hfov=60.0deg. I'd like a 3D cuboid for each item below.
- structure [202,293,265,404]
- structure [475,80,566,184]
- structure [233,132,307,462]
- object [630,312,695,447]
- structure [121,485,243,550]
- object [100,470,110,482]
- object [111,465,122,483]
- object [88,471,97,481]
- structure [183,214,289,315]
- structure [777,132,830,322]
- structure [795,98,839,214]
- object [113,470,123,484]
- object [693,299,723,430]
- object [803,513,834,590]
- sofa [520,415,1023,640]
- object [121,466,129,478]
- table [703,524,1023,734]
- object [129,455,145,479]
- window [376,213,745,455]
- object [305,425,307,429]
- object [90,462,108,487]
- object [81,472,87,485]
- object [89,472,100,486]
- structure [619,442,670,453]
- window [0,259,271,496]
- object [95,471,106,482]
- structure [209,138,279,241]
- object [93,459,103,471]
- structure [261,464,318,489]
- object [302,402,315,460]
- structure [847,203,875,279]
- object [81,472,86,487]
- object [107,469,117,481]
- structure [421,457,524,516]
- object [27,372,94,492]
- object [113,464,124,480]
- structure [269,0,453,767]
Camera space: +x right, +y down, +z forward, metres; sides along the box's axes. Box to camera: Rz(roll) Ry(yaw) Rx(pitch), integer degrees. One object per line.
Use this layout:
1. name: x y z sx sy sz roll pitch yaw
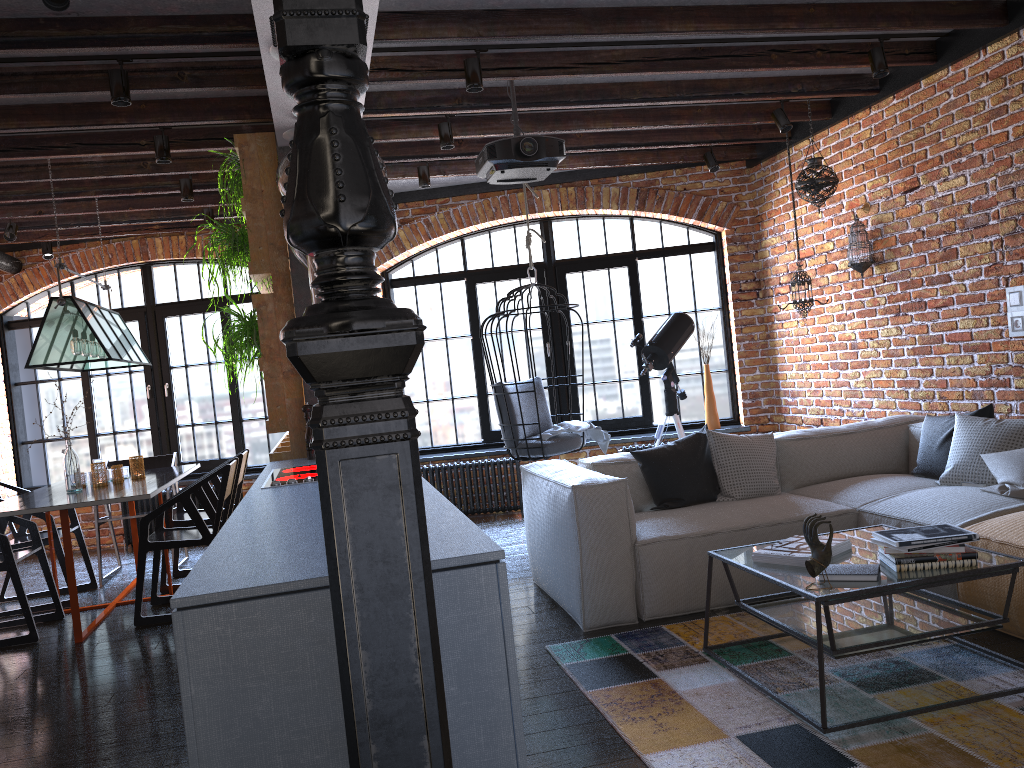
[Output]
1. structure: -1.369 -0.188 4.797 0.422 0.620 0.570 -6 1 7
2. structure: 0.003 -1.479 4.601 0.409 0.816 0.464 -6 1 -12
3. structure: -1.503 -0.105 5.987 0.206 2.382 2.829 -6 1 -12
4. object: 1.099 0.219 6.474 0.570 1.472 0.616 -6 1 14
5. structure: -2.758 1.110 7.455 1.115 0.476 0.106 -6 1 6
6. object: -2.570 0.581 5.594 0.060 0.073 0.060 -6 1 19
7. object: -2.441 0.557 5.479 0.061 0.099 0.061 -5 1 26
8. object: -2.634 0.588 5.586 0.060 0.073 0.060 -6 1 19
9. structure: -1.452 -0.660 4.744 0.570 0.620 0.422 -7 2 -43
10. structure: 1.921 -1.138 6.025 0.389 1.437 0.338 -6 1 -11
11. structure: 1.904 -1.464 5.601 0.265 0.779 0.273 -5 2 27
12. object: -2.388 0.563 5.376 0.049 0.080 0.049 -7 1 -28
13. object: 1.627 -0.159 7.184 0.270 1.054 0.299 -6 1 9
14. object: 0.956 0.519 2.755 0.099 0.223 0.093 -5 2 28
15. sofa: 1.604 0.631 3.544 2.536 0.697 3.300 -6 1 -13
16. object: -2.506 0.572 5.733 0.060 0.073 0.060 -6 1 19
17. table: 1.214 0.791 3.095 0.842 0.389 0.848 -6 1 -12
18. object: -2.368 0.526 5.604 0.086 0.140 0.086 -7 1 -22
19. window: 0.381 -0.474 7.581 3.293 2.233 0.177 -6 1 6
20. object: -1.001 0.280 4.428 0.048 0.180 0.048 -5 2 38
21. object: -2.478 0.543 5.323 0.086 0.140 0.086 -7 2 -39
22. object: -2.692 0.595 5.554 0.060 0.073 0.060 -6 1 19
23. object: -2.554 0.582 5.429 0.060 0.073 0.060 -6 1 19
24. structure: 1.421 0.680 7.030 1.115 0.476 0.106 -6 1 6
25. window: -3.085 -0.113 7.737 3.145 2.233 0.177 -6 1 6
26. object: -2.544 0.580 5.493 0.060 0.073 0.060 -6 1 19
27. structure: -1.330 -1.042 4.785 0.570 0.620 0.422 -6 1 -23
28. object: -2.619 0.512 5.615 0.060 0.073 0.060 -7 2 -35
29. structure: -0.749 0.367 3.659 0.504 0.057 0.763 -6 1 -12
30. object: -0.991 0.229 4.355 0.061 0.283 0.061 -6 1 2
31. structure: 2.220 -0.915 5.673 0.169 0.482 0.169 -6 1 -12
32. object: -2.616 0.583 5.377 0.054 0.087 0.054 -5 1 21
33. object: -2.548 0.578 5.657 0.060 0.073 0.060 -5 2 40
34. structure: -0.434 0.871 7.194 1.115 0.476 0.106 -6 1 6
35. object: -2.563 0.268 5.136 0.443 0.709 0.194 -6 1 3
36. object: -2.468 0.558 5.559 0.061 0.099 0.061 -6 1 -5
37. structure: 3.164 -0.407 3.465 8.511 2.394 0.481 -7 2 -31
